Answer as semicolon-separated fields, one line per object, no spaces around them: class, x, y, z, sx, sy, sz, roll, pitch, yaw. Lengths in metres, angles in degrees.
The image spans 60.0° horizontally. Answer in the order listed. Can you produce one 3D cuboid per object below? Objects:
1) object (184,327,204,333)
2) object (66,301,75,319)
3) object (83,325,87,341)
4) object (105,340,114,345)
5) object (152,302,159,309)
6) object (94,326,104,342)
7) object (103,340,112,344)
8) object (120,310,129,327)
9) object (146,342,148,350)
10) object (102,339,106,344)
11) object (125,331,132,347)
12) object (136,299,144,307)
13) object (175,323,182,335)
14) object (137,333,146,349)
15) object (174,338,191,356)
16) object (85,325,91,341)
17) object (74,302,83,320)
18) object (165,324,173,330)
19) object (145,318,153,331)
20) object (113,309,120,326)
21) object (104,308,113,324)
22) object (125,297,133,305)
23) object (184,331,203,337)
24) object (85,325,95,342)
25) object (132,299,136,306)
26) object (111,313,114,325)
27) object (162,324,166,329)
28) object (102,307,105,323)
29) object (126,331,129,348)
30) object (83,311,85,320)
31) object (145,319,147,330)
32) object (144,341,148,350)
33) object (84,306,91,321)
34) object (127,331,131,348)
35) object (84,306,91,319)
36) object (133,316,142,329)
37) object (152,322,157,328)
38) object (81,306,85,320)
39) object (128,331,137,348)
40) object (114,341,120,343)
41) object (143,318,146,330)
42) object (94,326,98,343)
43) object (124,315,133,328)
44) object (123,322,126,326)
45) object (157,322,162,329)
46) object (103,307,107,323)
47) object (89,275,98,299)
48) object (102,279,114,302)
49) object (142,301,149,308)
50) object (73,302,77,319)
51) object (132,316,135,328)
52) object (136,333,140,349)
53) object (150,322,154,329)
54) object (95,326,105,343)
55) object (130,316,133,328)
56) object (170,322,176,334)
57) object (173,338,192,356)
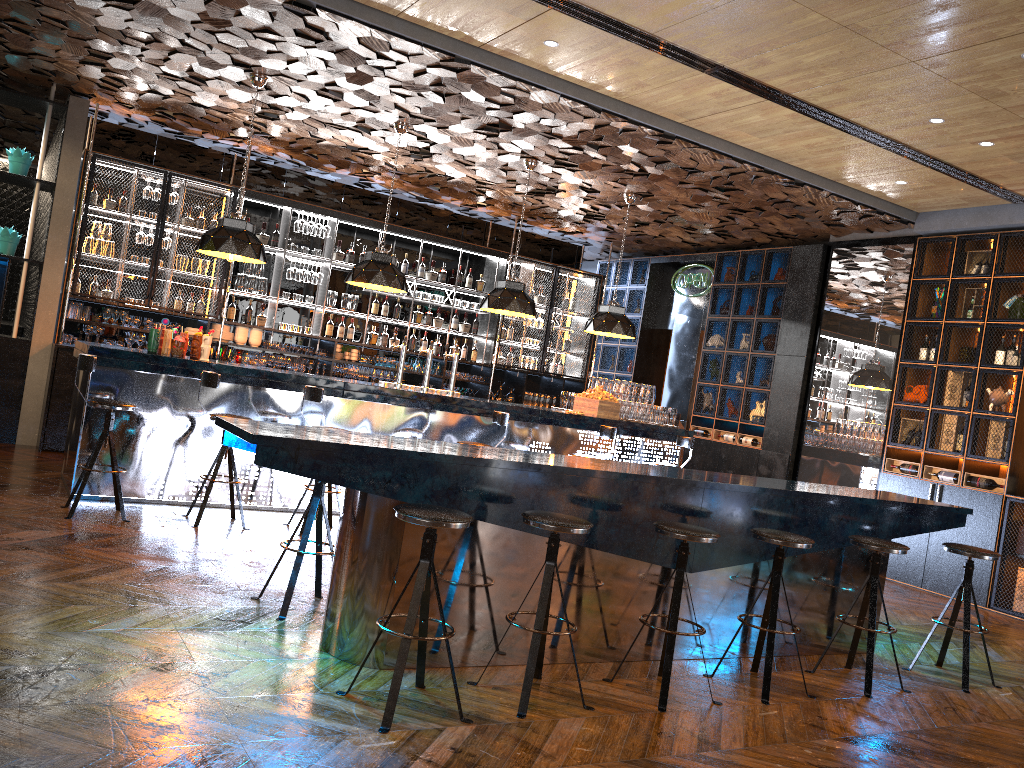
object;-3.546;-0.591;9.892;0.211;0.060;0.209;9;0;14
object;-4.584;-0.770;9.207;0.067;0.174;0.067;9;0;-23
object;-4.568;-0.521;9.515;0.091;0.227;0.091;9;0;-27
object;-4.275;-0.412;9.410;0.093;0.101;0.093;9;0;27
object;-3.936;-0.860;9.784;0.077;0.080;0.077;9;0;-42
object;-4.411;-0.496;9.445;0.091;0.227;0.091;9;0;22
object;-4.328;-0.420;9.501;0.093;0.101;0.093;9;0;20
object;-4.137;-0.697;9.440;0.087;0.170;0.087;9;0;20
object;-3.989;-0.389;9.747;0.065;0.146;0.074;9;0;-18
object;-4.379;-0.428;9.591;0.093;0.101;0.093;9;0;-44
object;-4.211;-0.466;9.735;0.088;0.229;0.077;9;0;34
object;-4.065;-0.880;9.671;0.077;0.080;0.077;9;0;-45
object;-3.697;-0.608;9.826;0.074;0.131;0.074;9;0;-18
object;-4.033;-0.438;9.634;0.088;0.229;0.077;9;0;-31
object;-3.677;-0.381;9.864;0.376;0.227;0.186;9;0;-32
object;-4.494;-0.509;9.403;0.091;0.227;0.091;9;0;9
object;-4.522;-0.761;9.258;0.067;0.174;0.067;9;0;8
object;-3.750;-0.600;9.688;0.078;0.099;0.078;9;0;26
object;-3.927;-0.644;9.587;0.074;0.131;0.074;9;0;-18
object;-4.236;-0.712;9.487;0.087;0.170;0.087;9;0;20
object;-4.271;-0.718;9.372;0.087;0.170;0.087;9;0;20
object;-4.159;-0.895;9.628;0.077;0.080;0.077;9;0;9
object;-3.554;-0.551;9.891;0.209;0.060;0.211;9;0;19
object;-4.442;-0.501;9.309;0.091;0.227;0.091;9;0;22
object;-4.176;-0.897;9.790;0.077;0.080;0.077;9;0;9
object;-4.309;-0.723;9.611;0.087;0.170;0.087;9;0;20
object;-3.824;-0.611;9.749;0.078;0.099;0.078;9;0;26
object;-4.391;-0.736;9.576;0.087;0.170;0.087;9;0;20
object;-4.166;-0.459;9.655;0.077;0.229;0.088;9;0;-15
object;-4.525;-0.749;9.444;0.051;0.152;0.058;9;0;-4
object;-3.968;-0.650;9.663;0.074;0.131;0.074;9;0;-18
object;-4.038;-0.397;9.830;0.065;0.146;0.074;9;0;-1
object;-4.445;-0.737;9.284;0.051;0.152;0.058;9;0;-26
object;-4.121;-0.452;9.587;0.077;0.229;0.088;9;0;19
object;-4.471;-0.741;9.337;0.058;0.152;0.051;9;0;-27
object;-4.032;-0.661;9.538;0.081;0.132;0.081;9;0;31
object;-3.900;-0.625;9.704;0.078;0.103;0.078;9;0;12
object;-4.568;-0.756;9.486;0.051;0.152;0.058;9;0;-7
object;-4.076;-0.445;9.508;0.088;0.229;0.077;9;0;-17
object;-4.288;-0.414;9.644;0.093;0.101;0.093;9;0;-16
object;-4.013;-0.657;9.738;0.074;0.131;0.074;9;0;-18
object;-4.467;-0.505;9.548;0.091;0.227;0.091;9;0;22
object;-4.128;-0.676;9.540;0.081;0.132;0.081;9;0;31
object;-4.203;-0.688;9.666;0.081;0.132;0.081;9;0;31
object;-3.838;-0.615;9.643;0.078;0.103;0.078;9;0;12
object;-4.331;-0.727;9.474;0.087;0.170;0.087;9;0;20
object;-4.463;-1.034;9.475;0.075;0.260;0.075;9;0;3
object;-4.353;-1.008;9.554;0.108;0.244;0.108;9;0;-17
object;-4.042;-0.877;9.785;0.077;0.080;0.077;9;0;25
object;-4.567;-0.767;9.320;0.067;0.174;0.067;9;0;-5
object;-4.095;-0.671;9.639;0.081;0.132;0.081;9;0;31
object;-4.092;-0.447;9.742;0.088;0.229;0.077;9;0;-29
object;-3.948;-0.632;9.781;0.078;0.103;0.078;9;0;12
object;-4.361;-0.489;9.355;0.091;0.227;0.091;9;0;-8
object;-4.157;-0.681;9.752;0.081;0.132;0.081;9;0;31
object;-3.811;-0.625;9.963;0.074;0.131;0.074;9;0;-18
object;-3.776;-0.396;10.032;0.376;0.227;0.186;9;0;-32
